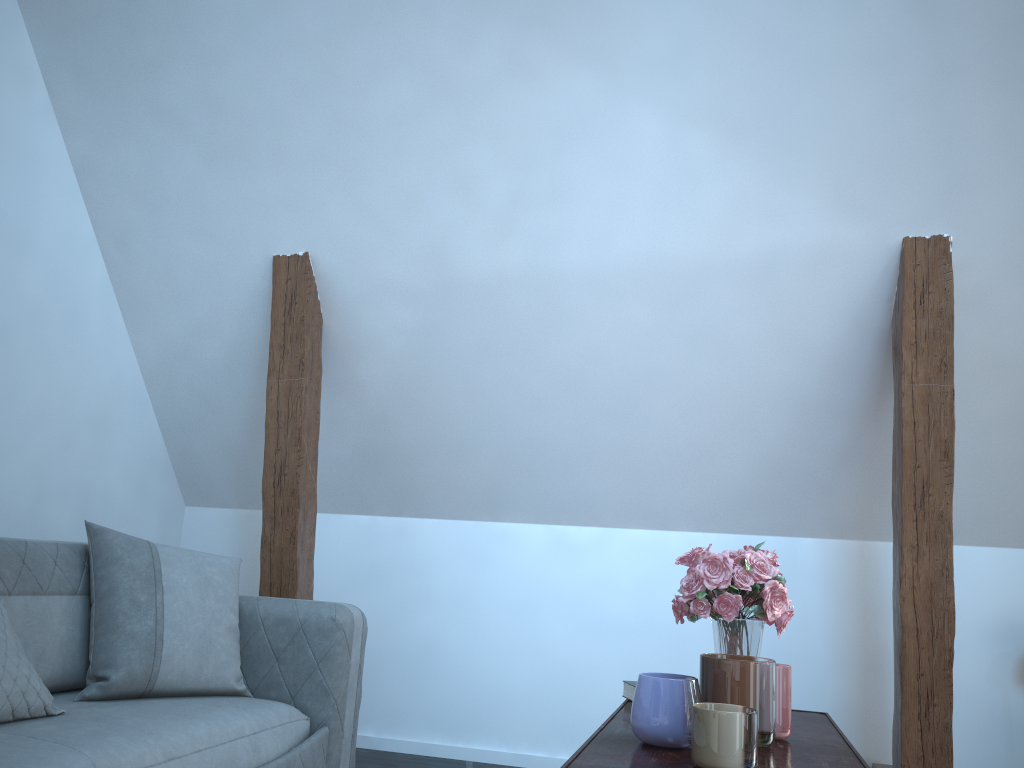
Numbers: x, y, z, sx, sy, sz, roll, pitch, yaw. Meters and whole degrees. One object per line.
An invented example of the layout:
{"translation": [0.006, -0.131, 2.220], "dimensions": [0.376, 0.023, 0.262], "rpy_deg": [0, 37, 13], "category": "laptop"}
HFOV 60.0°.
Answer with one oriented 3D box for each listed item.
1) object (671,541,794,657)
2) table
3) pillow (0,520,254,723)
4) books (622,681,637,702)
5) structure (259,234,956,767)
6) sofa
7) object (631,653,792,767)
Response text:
{"translation": [0.441, 0.492, 1.799], "dimensions": [0.235, 0.351, 0.234], "rpy_deg": [9, -13, -25], "category": "object"}
{"translation": [0.363, 0.845, 1.483], "dimensions": [0.471, 0.492, 0.962], "rpy_deg": [1, -13, 14], "category": "table"}
{"translation": [-1.184, 0.528, 1.960], "dimensions": [0.444, 0.515, 2.075], "rpy_deg": [1, -13, 14], "category": "pillow"}
{"translation": [0.379, 0.673, 1.908], "dimensions": [0.243, 0.034, 0.179], "rpy_deg": [5, -12, -7], "category": "books"}
{"translation": [5.118, 0.562, 2.154], "dimensions": [12.350, 1.963, 1.023], "rpy_deg": [1, -13, 14], "category": "structure"}
{"translation": [-1.294, 0.695, 1.928], "dimensions": [1.107, 0.770, 2.458], "rpy_deg": [1, -13, 14], "category": "sofa"}
{"translation": [0.320, 0.519, 1.448], "dimensions": [0.215, 0.138, 0.413], "rpy_deg": [-2, -13, 25], "category": "object"}
